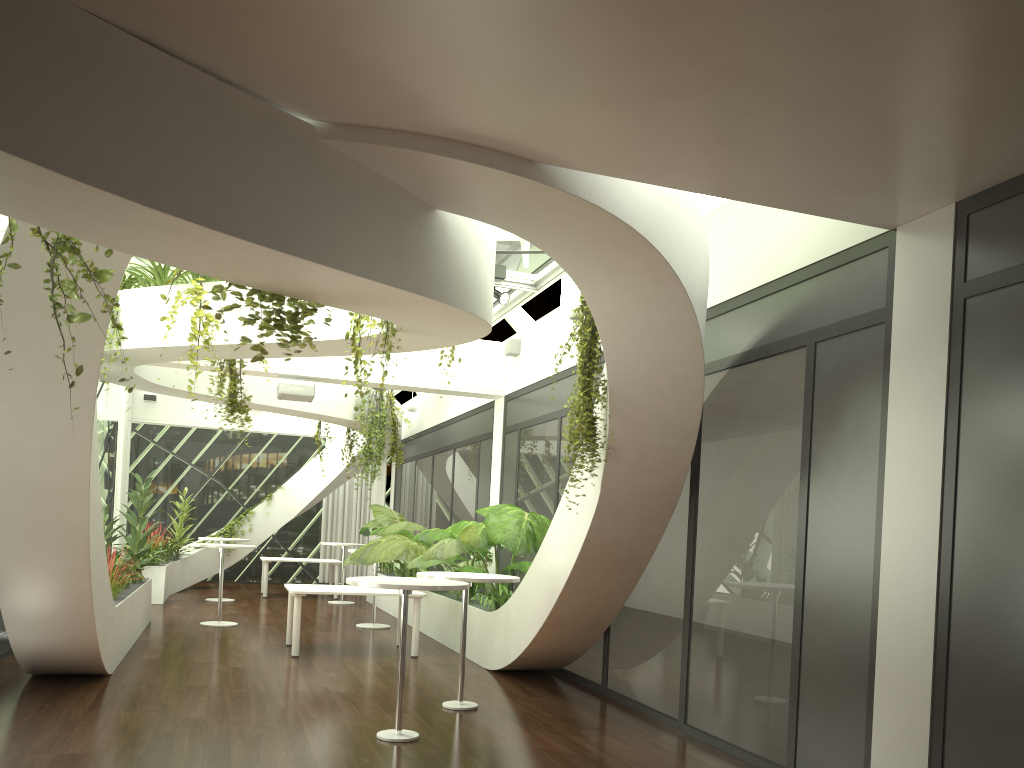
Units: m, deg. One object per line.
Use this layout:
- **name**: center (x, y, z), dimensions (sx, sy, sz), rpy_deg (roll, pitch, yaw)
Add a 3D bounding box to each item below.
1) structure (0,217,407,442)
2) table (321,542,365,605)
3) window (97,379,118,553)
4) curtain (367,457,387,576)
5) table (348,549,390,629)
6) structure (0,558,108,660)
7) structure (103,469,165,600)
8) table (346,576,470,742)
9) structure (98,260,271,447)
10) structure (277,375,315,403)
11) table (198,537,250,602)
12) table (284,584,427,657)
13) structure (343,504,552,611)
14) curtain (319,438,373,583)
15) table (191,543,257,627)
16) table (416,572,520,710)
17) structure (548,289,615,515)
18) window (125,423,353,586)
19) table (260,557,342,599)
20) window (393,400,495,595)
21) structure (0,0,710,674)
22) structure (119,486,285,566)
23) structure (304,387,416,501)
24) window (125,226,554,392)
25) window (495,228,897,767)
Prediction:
- **structure**: center (-1.534, -0.464, 5.042), dimensions (1.228, 1.848, 3.244), rpy_deg (1, -7, 37)
- **table**: center (-3.077, 3.466, 16.005), dimensions (0.854, 1.093, 0.864), rpy_deg (2, -4, 17)
- **window**: center (-5.903, 0.704, 10.866), dimensions (0.084, 4.607, 16.887), rpy_deg (3, -8, -18)
- **curtain**: center (-2.970, 2.478, 19.515), dimensions (0.160, 4.078, 0.999), rpy_deg (3, -1, -19)
- **table**: center (-1.956, 2.952, 12.604), dimensions (0.854, 1.093, 0.864), rpy_deg (2, -4, 17)
- **structure**: center (-6.073, 2.869, 11.569), dimensions (0.259, 0.500, 15.257), rpy_deg (4, -9, -18)
- **structure**: center (-4.419, 1.668, 9.857), dimensions (0.856, 1.589, 3.352), rpy_deg (4, -8, -18)
- **table**: center (-0.752, 1.923, 6.121), dimensions (0.861, 1.093, 0.858), rpy_deg (5, -4, -33)
- **structure**: center (-3.092, -0.161, 8.792), dimensions (4.626, 2.307, 1.458), rpy_deg (-3, -5, 35)
- **structure**: center (-2.690, 0.062, 10.889), dimensions (0.464, 0.275, 0.390), rpy_deg (5, -7, -18)
- **table**: center (-5.075, 3.256, 15.345), dimensions (0.854, 1.093, 0.864), rpy_deg (2, -4, 17)
- **table**: center (-1.846, 2.727, 10.113), dimensions (1.506, 0.715, 1.075), rpy_deg (5, -7, -18)
- **structure**: center (-1.491, 2.497, 12.143), dimensions (1.788, 1.704, 8.971), rpy_deg (4, -9, -18)
- **curtain**: center (-3.718, 2.541, 20.113), dimensions (1.234, 4.078, 0.160), rpy_deg (3, 0, -19)
- **table**: center (-3.954, 2.741, 11.944), dimensions (0.854, 1.093, 0.864), rpy_deg (2, -4, 17)
- **table**: center (-0.389, 2.134, 7.270), dimensions (0.861, 1.093, 0.858), rpy_deg (5, -4, -33)
- **structure**: center (0.635, -0.114, 6.262), dimensions (0.615, 2.110, 1.069), rpy_deg (3, -2, -6)
- **window**: center (-5.799, 2.189, 19.670), dimensions (5.758, 4.631, 0.038), rpy_deg (5, -1, -18)
- **table**: center (-4.128, 3.775, 17.040), dimensions (1.506, 0.715, 1.075), rpy_deg (5, -7, -18)
- **window**: center (-1.401, 2.354, 15.298), dimensions (0.050, 3.221, 7.239), rpy_deg (3, -8, -18)
- **structure**: center (-1.866, 0.951, 7.295), dimensions (5.930, 4.193, 24.590), rpy_deg (4, -9, -12)
- **structure**: center (-6.246, 2.573, 16.389), dimensions (2.030, 1.659, 4.831), rpy_deg (1, -9, 13)
- **structure**: center (-2.584, 0.926, 14.700), dimensions (1.434, 2.066, 1.650), rpy_deg (0, -4, 37)
- **window**: center (-3.105, -1.301, 11.769), dimensions (5.708, 0.055, 16.855), rpy_deg (6, -10, -17)
- **window**: center (0.954, 1.273, 8.153), dimensions (0.050, 3.221, 7.149), rpy_deg (3, -8, -18)
